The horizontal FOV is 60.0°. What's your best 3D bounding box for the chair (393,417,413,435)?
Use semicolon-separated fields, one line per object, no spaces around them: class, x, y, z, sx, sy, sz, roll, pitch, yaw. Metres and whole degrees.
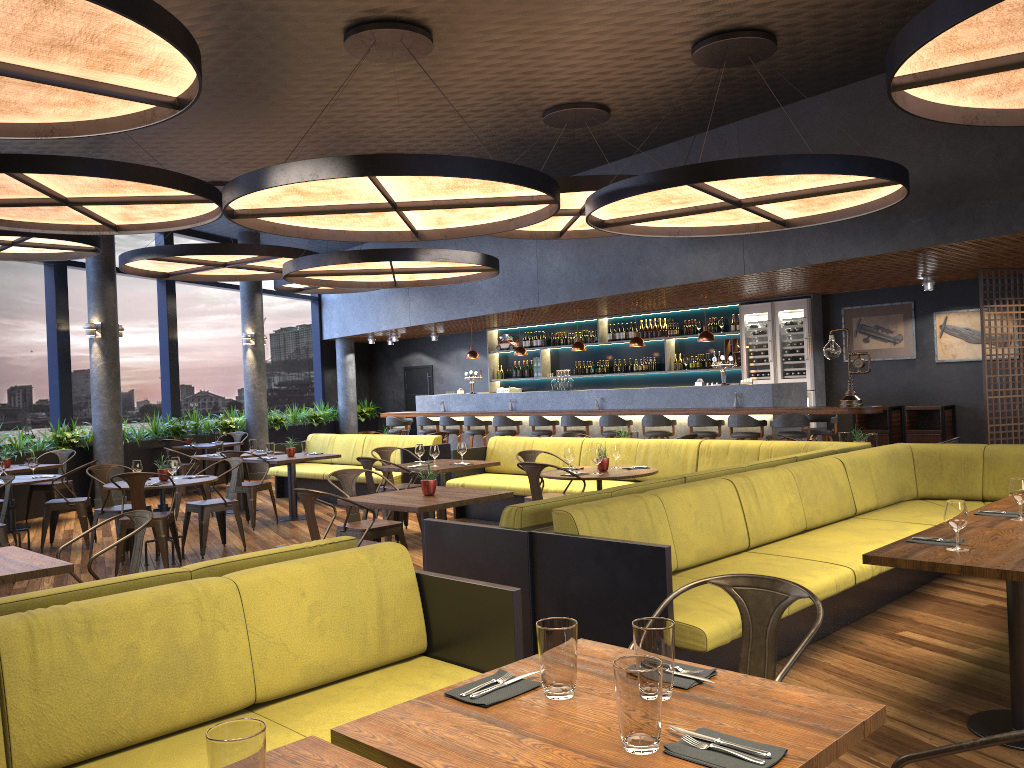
chair;-2.140;1.116;17.234;0.483;1.048;0.438;-2;0;-17

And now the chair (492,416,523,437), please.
chair;-0.075;1.025;14.222;0.438;1.048;0.483;-2;0;-26

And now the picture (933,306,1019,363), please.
picture;6.216;-0.661;11.904;1.039;0.697;0.028;-2;0;45

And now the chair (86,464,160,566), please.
chair;-3.780;1.237;8.560;0.541;0.917;0.504;-2;0;26

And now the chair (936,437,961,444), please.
chair;3.692;0.924;7.860;0.541;0.917;0.504;-2;0;45

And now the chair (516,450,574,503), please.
chair;0.340;1.064;8.055;0.541;0.917;0.504;-2;0;45

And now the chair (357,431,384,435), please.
chair;-2.055;1.172;13.409;0.541;0.917;0.504;-2;0;45

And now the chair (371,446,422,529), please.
chair;-1.196;1.130;9.433;0.541;0.917;0.504;-2;0;45

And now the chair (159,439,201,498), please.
chair;-5.198;1.303;13.869;0.504;0.917;0.541;-2;0;19

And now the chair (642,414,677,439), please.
chair;2.037;0.935;12.315;0.438;1.048;0.483;-2;0;-31

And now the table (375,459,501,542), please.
table;-0.732;1.189;8.943;0.887;0.763;0.906;-2;0;44

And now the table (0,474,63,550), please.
table;-5.232;1.377;9.249;1.007;0.760;1.007;-2;0;38

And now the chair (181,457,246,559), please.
chair;-2.918;1.201;8.735;0.504;0.917;0.541;-2;0;45

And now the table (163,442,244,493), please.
table;-5.023;1.376;14.509;0.887;0.763;0.906;-2;0;19

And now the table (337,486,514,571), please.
table;-0.605;1.181;6.367;0.906;0.763;0.887;-2;0;44

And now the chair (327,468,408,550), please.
chair;-1.121;1.124;6.851;0.541;0.917;0.504;-2;0;45

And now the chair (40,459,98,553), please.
chair;-4.664;1.275;9.397;0.541;0.917;0.504;-2;0;-15

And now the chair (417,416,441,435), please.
chair;-1.432;1.084;15.705;0.483;1.048;0.438;-2;0;16

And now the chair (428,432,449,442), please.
chair;-1.155;1.133;12.522;0.541;0.917;0.504;-2;0;45

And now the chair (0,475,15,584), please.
chair;-4.582;1.269;7.652;0.504;0.917;0.541;-2;0;45

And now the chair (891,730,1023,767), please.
chair;0.713;1.040;1.535;0.541;0.917;0.504;-2;0;45

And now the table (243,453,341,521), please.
table;-2.719;1.275;10.919;0.906;0.763;0.887;-2;0;44

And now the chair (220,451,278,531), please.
chair;-3.079;1.210;10.309;0.504;0.917;0.541;-2;0;22

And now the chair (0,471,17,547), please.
chair;-5.722;1.319;9.587;0.541;0.917;0.504;-2;0;36

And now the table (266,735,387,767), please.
table;-0.418;1.166;1.355;0.906;0.763;0.887;-2;0;44

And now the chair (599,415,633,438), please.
chair;1.518;0.957;12.795;0.483;1.048;0.438;-2;0;5

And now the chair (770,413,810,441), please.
chair;3.417;0.875;10.886;0.483;1.048;0.438;-2;0;36

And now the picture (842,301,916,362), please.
picture;5.286;-0.744;12.814;1.039;0.809;0.028;-2;0;45

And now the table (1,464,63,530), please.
table;-6.260;1.423;11.006;0.887;0.763;0.906;-2;0;19

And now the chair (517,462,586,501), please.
chair;0.341;1.063;7.172;0.504;0.917;0.541;-2;0;45

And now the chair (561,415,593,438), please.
chair;0.967;0.981;13.282;0.438;1.048;0.483;-2;0;-17

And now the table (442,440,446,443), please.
table;-1.579;1.230;12.998;0.887;0.763;0.906;-2;0;44

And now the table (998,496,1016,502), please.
table;3.368;1.013;4.994;0.887;0.763;0.906;-2;0;44

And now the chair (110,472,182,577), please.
chair;-3.231;1.213;7.832;0.504;0.917;0.541;-2;0;-6

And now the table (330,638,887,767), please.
table;0.235;1.139;2.020;0.906;0.763;0.887;-2;0;44

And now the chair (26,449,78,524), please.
chair;-6.011;1.334;11.625;0.504;0.917;0.541;-2;0;8

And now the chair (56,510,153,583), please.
chair;-2.192;1.165;4.727;0.504;0.917;0.541;-2;0;45

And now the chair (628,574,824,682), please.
chair;0.601;1.046;2.502;0.504;0.917;0.541;-2;0;45

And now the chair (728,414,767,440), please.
chair;2.990;0.893;11.291;0.438;1.048;0.483;-2;0;-17

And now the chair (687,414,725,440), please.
chair;2.594;0.911;11.775;0.483;1.048;0.438;-2;0;16

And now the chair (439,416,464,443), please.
chair;-0.998;1.065;15.295;0.483;1.048;0.438;-2;0;16

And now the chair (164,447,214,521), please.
chair;-4.173;1.257;11.418;0.541;0.917;0.504;-2;0;-27

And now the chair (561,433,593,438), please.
chair;0.892;1.045;10.636;0.541;0.917;0.504;-2;0;45

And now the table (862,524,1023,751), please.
table;2.104;1.064;3.699;0.887;0.763;0.906;-2;0;44

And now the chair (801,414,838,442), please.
chair;3.925;0.855;11.349;0.483;1.048;0.438;-2;0;16

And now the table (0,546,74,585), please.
table;-2.707;1.265;4.228;0.906;0.763;0.887;-2;0;44

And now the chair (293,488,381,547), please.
chair;-1.147;1.123;5.900;0.504;0.917;0.541;-2;0;45

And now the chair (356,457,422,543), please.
chair;-1.181;1.128;8.452;0.504;0.917;0.541;-2;0;45

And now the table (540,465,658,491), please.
table;0.760;1.125;7.600;1.007;0.760;1.007;-2;0;-8

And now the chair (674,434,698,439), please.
chair;1.779;1.007;9.763;0.541;0.917;0.504;-2;0;45

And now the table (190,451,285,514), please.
table;-3.644;1.315;11.827;0.887;0.763;0.906;-2;0;44

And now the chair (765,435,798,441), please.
chair;2.804;0.963;8.734;0.541;0.917;0.504;-2;0;45

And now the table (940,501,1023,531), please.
table;2.733;1.039;4.348;0.887;0.763;0.906;-2;0;44

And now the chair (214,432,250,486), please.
chair;-4.773;1.287;15.129;0.504;0.917;0.541;-2;0;10

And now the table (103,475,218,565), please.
table;-3.283;1.295;8.355;1.007;0.760;1.007;-2;0;32

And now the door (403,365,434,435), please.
door;-2.083;0.615;20.147;1.012;2.056;0.137;-2;0;45

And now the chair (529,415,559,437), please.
chair;0.518;1.000;13.801;0.483;1.048;0.438;-2;0;16

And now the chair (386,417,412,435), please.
chair;-2.050;1.110;16.250;0.483;1.048;0.438;-2;0;16

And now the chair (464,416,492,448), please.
chair;-0.565;1.046;14.761;0.438;1.048;0.483;-2;0;-17
